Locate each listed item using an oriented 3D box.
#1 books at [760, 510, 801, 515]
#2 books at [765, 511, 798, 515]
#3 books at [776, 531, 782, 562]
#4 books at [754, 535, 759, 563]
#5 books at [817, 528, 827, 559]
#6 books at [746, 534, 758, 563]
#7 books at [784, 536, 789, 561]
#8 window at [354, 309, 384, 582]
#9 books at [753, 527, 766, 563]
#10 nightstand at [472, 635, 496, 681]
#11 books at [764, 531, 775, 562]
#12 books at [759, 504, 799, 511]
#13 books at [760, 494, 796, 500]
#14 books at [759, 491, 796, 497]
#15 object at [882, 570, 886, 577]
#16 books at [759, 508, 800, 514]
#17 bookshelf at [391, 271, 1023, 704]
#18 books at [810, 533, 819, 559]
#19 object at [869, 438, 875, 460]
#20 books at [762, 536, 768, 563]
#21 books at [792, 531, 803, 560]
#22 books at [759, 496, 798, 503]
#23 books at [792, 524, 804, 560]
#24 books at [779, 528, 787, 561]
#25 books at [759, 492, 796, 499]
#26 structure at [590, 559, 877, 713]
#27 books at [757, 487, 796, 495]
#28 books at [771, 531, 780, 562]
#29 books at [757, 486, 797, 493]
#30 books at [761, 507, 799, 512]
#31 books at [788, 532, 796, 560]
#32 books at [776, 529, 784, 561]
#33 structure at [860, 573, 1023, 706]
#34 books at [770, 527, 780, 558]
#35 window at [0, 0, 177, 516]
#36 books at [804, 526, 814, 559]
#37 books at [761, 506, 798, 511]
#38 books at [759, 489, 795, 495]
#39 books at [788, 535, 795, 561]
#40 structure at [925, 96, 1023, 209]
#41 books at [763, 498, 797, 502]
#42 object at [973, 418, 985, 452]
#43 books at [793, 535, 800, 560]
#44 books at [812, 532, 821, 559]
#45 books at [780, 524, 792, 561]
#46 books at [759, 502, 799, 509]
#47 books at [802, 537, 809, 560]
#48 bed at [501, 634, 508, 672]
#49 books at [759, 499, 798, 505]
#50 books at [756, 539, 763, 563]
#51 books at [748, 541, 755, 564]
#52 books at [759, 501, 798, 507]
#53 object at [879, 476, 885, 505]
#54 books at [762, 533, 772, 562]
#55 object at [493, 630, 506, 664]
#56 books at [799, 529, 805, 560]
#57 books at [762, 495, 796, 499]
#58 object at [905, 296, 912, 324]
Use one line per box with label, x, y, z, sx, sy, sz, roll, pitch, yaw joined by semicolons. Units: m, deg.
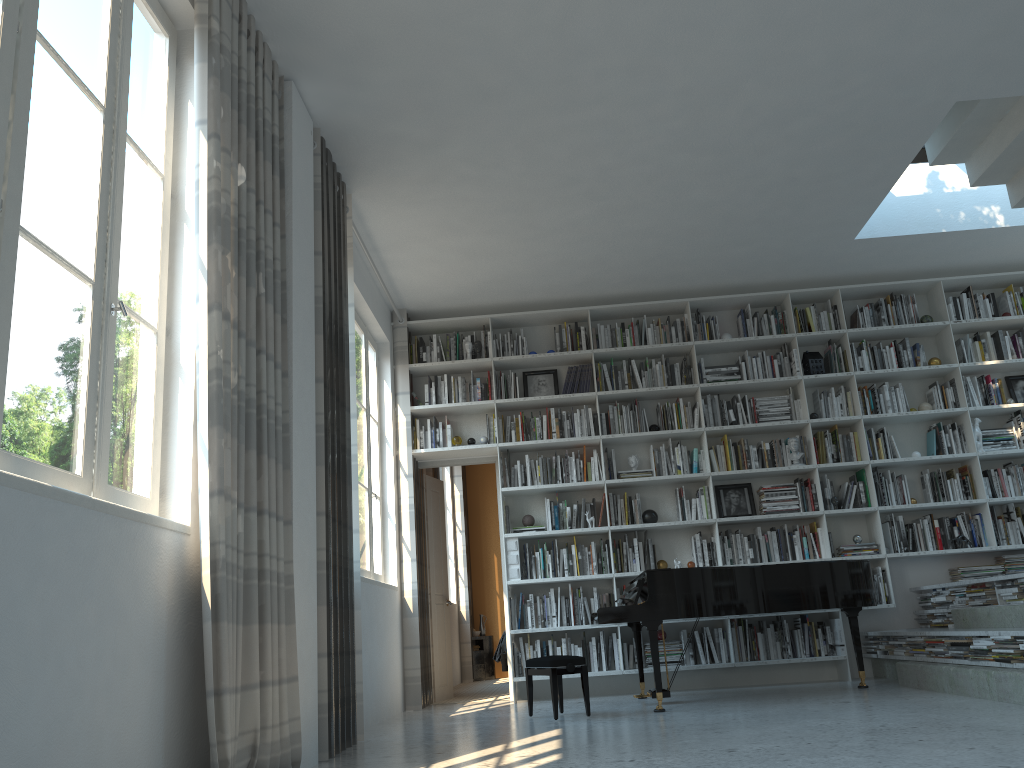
books;2.161;1.041;7.154;0.285;0.012;0.160;-3;-16;-3
books;2.162;1.054;7.157;0.254;0.012;0.161;-5;-16;4
books;2.120;1.308;7.095;0.011;0.251;0.159;-4;-16;2
books;1.940;1.331;7.091;0.013;0.229;0.139;-4;-16;2
books;2.448;1.278;7.059;0.033;0.245;0.176;-4;-16;2
books;1.918;1.326;7.083;0.029;0.237;0.166;-4;-16;2
books;2.175;1.327;7.084;0.021;0.202;0.128;-4;-16;2
window;-1.098;0.352;6.164;0.073;2.002;1.989;-4;-16;2
books;1.981;1.298;7.098;0.026;0.291;0.152;-4;-15;2
nightstand;-0.542;3.427;11.064;0.650;0.516;0.432;-5;-16;5
books;2.063;1.314;7.106;0.025;0.254;0.136;-4;-15;2
books;2.159;0.998;7.178;0.285;0.012;0.160;-5;-16;2
books;2.153;0.916;7.193;0.254;0.012;0.161;-4;-16;-1
books;2.151;0.892;7.200;0.254;0.012;0.161;-4;-16;-1
object;2.899;1.578;6.887;0.011;0.259;0.142;-4;-15;2
books;2.161;1.032;7.166;0.285;0.012;0.160;-4;-16;1
bookshelf;2.219;0.783;7.162;6.297;3.132;0.331;-5;-15;2
books;2.390;1.300;7.060;0.042;0.211;0.169;-4;-16;2
object;2.920;0.557;7.248;0.013;0.207;0.140;-4;-16;2
books;2.009;1.332;7.096;0.025;0.220;0.140;-4;-16;2
books;2.269;1.300;7.071;0.023;0.234;0.175;-4;-16;2
books;2.155;0.938;7.182;0.285;0.012;0.160;-6;-16;7
books;2.286;1.273;7.090;0.014;0.293;0.138;-4;-15;2
books;2.148;1.295;7.079;0.028;0.263;0.162;-4;-16;2
books;2.152;0.904;7.194;0.254;0.012;0.161;-3;-16;-2
structure;1.514;1.643;5.870;1.918;0.830;1.339;-5;-16;2
books;2.150;0.870;7.208;0.285;0.012;0.160;-5;-16;4
books;2.087;1.309;7.078;0.026;0.244;0.192;-4;-16;2
books;2.149;0.856;7.205;0.285;0.012;0.160;-3;-16;-3
books;2.160;1.018;7.160;0.285;0.012;0.160;-6;-16;7
books;2.228;1.306;7.084;0.014;0.234;0.154;-4;-16;2
books;2.130;1.300;7.086;0.010;0.260;0.182;-4;-16;2
structure;3.951;1.457;5.466;2.899;0.657;3.122;-5;-16;2
books;2.107;1.294;7.106;0.014;0.285;0.135;-4;-15;2
window;-16.967;-3.981;13.850;32.807;18.480;18.589;-6;-16;6
books;2.354;1.277;7.080;0.026;0.271;0.175;-4;-16;2
books;2.159;1.006;7.164;0.254;0.012;0.161;-3;-16;-3
books;2.150;0.880;7.201;0.254;0.012;0.161;-3;-16;-2
books;2.209;1.318;7.071;0.024;0.206;0.183;-4;-16;2
structure;3.954;-0.283;5.540;2.613;3.371;1.960;-5;-16;2
books;2.155;0.950;7.180;0.254;0.012;0.161;-3;-16;-3
object;3.713;0.412;7.070;0.087;0.287;0.075;-15;-19;36
books;2.247;1.316;7.068;0.023;0.204;0.168;-4;-16;2
books;2.416;1.296;7.061;0.011;0.216;0.166;-4;-16;2
books;2.188;1.277;7.086;0.012;0.295;0.178;-4;-16;2
books;2.158;0.986;7.179;0.285;0.012;0.160;-5;-16;3
books;2.321;1.319;7.058;0.023;0.182;0.169;-4;-16;2
bed;0.784;2.772;10.259;1.770;1.176;2.181;-5;-16;2
books;2.156;0.961;7.176;0.285;0.012;0.160;-6;-16;7
books;1.958;1.342;7.074;0.023;0.196;0.165;-4;-16;2
books;1.891;1.352;7.070;0.029;0.183;0.175;-4;-16;2
books;2.157;0.974;7.180;0.285;0.012;0.160;-5;-16;4
object;2.970;0.884;7.174;0.007;0.265;0.135;-5;-15;2
books;2.035;1.320;7.090;0.031;0.236;0.159;-4;-16;2
object;0.533;2.883;10.191;1.481;0.539;1.455;-4;-16;1
books;2.302;1.292;7.091;0.014;0.255;0.145;-4;-15;2
books;2.154;0.928;7.190;0.254;0.012;0.161;-5;-16;5
object;3.350;-0.582;7.536;0.006;0.297;0.130;-4;-15;2
